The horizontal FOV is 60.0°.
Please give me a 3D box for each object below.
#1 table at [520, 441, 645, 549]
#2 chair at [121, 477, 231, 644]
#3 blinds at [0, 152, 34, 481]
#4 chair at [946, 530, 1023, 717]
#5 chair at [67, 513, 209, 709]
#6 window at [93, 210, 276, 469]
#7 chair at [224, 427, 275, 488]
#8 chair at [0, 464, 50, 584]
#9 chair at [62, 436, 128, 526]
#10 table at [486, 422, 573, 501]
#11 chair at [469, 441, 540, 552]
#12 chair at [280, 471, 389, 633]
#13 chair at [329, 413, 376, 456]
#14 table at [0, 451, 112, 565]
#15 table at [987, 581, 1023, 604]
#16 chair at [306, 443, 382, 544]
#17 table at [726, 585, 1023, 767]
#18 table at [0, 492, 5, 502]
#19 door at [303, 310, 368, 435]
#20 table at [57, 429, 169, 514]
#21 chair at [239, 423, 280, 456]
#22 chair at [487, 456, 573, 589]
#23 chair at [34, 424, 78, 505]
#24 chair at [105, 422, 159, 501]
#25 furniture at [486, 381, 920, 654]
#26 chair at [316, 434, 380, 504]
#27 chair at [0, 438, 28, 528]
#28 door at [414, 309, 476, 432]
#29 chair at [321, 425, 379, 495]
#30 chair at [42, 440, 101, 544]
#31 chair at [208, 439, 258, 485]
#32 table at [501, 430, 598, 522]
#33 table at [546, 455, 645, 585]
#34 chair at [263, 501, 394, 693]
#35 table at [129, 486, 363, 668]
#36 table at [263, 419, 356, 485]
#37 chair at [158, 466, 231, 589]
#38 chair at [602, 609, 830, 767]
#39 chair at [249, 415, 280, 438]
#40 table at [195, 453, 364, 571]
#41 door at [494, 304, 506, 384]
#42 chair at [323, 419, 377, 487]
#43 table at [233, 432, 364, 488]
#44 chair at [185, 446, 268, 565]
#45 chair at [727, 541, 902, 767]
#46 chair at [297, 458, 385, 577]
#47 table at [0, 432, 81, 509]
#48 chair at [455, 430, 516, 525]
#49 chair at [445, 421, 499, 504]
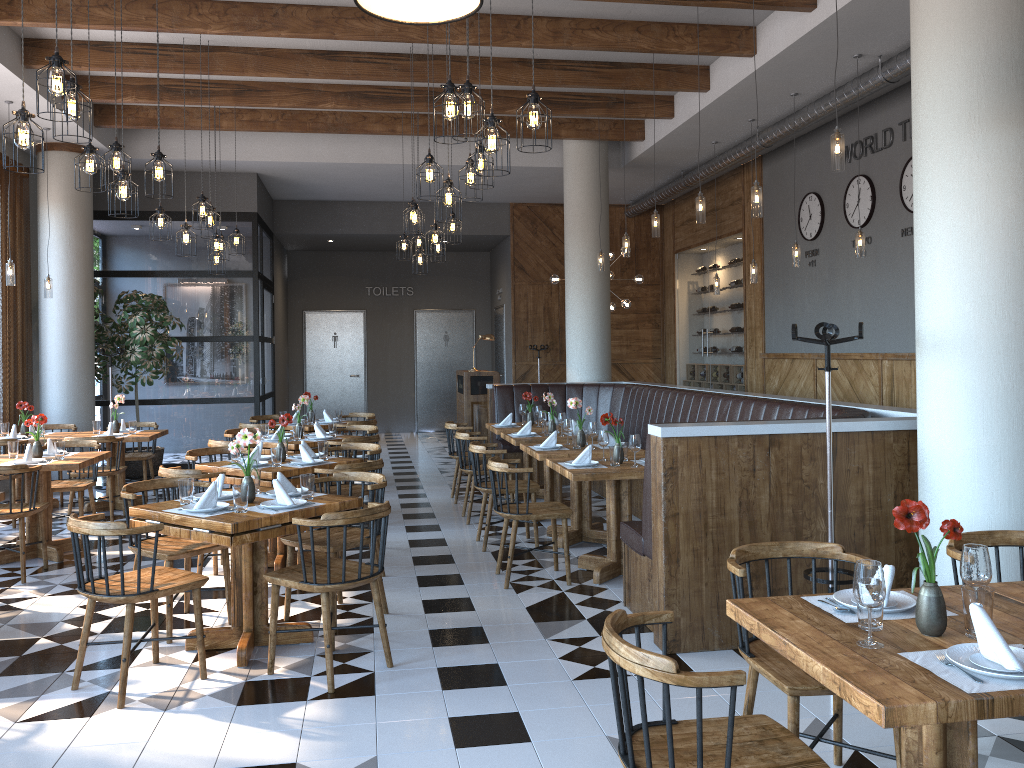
[{"bbox_3d":[0.559,0.892,7.192,0.850,0.764,0.850,-1,1,-9],"label":"table"},{"bbox_3d":[-1.920,0.977,5.068,0.549,0.817,0.519,-1,0,36],"label":"chair"},{"bbox_3d":[-5.155,-0.650,6.906,0.160,3.581,7.268,-1,2,-9],"label":"blinds"},{"bbox_3d":[1.895,0.991,3.198,0.519,0.817,0.550,-1,0,-9],"label":"chair"},{"bbox_3d":[-1.772,1.007,4.168,0.519,0.817,0.550,-1,0,36],"label":"chair"},{"bbox_3d":[-4.979,-0.617,13.130,2.728,3.549,2.186,-1,0,-9],"label":"window"},{"bbox_3d":[-2.515,0.855,8.679,0.549,0.817,0.519,-1,0,36],"label":"chair"},{"bbox_3d":[-3.581,0.958,6.246,0.519,0.817,0.550,-1,0,-9],"label":"chair"},{"bbox_3d":[-3.931,0.886,8.373,0.519,0.817,0.550,-1,0,-9],"label":"chair"},{"bbox_3d":[0.203,0.818,9.356,0.850,0.764,0.850,-1,1,-9],"label":"table"},{"bbox_3d":[-0.064,0.878,7.084,0.550,0.817,0.519,-1,0,-9],"label":"chair"},{"bbox_3d":[-1.021,0.959,5.216,0.519,0.817,0.550,-1,0,36],"label":"chair"},{"bbox_3d":[-1.935,0.773,10.713,0.519,0.817,0.550,-1,0,36],"label":"chair"},{"bbox_3d":[-3.679,0.963,6.888,0.850,0.764,0.850,-1,1,-9],"label":"table"},{"bbox_3d":[2.000,1.039,2.540,0.850,0.764,0.850,-1,1,-9],"label":"table"},{"bbox_3d":[-1.313,0.899,6.992,0.519,0.817,0.550,-1,0,36],"label":"chair"},{"bbox_3d":[1.158,1.056,2.401,0.850,0.764,0.850,-1,1,-9],"label":"table"},{"bbox_3d":[-3.322,1.036,4.716,0.850,0.764,0.850,-1,1,-9],"label":"table"},{"bbox_3d":[-3.386,-0.223,16.996,1.207,2.394,0.114,-1,0,-9],"label":"door"},{"bbox_3d":[-4.029,0.891,9.015,0.850,0.764,0.850,-1,1,-9],"label":"table"},{"bbox_3d":[-2.674,0.822,9.645,0.519,0.817,0.550,-1,0,36],"label":"chair"},{"bbox_3d":[0.115,0.915,5.996,0.550,0.817,0.519,-1,0,-9],"label":"chair"},{"bbox_3d":[-4.976,0.859,9.524,0.519,0.817,0.550,-1,0,-9],"label":"chair"},{"bbox_3d":[-4.143,0.842,9.661,0.519,0.817,0.550,-1,0,-9],"label":"chair"},{"bbox_3d":[1.168,0.665,7.864,1.917,1.150,6.590,-1,2,-9],"label":"furniture"},{"bbox_3d":[-1.467,0.867,7.927,0.549,0.817,0.519,-1,0,36],"label":"chair"},{"bbox_3d":[-4.764,0.903,8.236,0.519,0.817,0.550,-1,0,-9],"label":"chair"},{"bbox_3d":[-1.300,-0.265,17.339,1.207,2.394,0.114,-1,0,-9],"label":"door"},{"bbox_3d":[-1.615,0.837,8.827,0.519,0.817,0.550,-1,0,36],"label":"chair"},{"bbox_3d":[-3.793,0.914,7.534,0.519,0.817,0.550,-1,0,-9],"label":"chair"},{"bbox_3d":[-2.367,0.885,7.779,0.519,0.817,0.550,-1,0,36],"label":"chair"},{"bbox_3d":[0.382,0.855,8.268,0.850,0.764,0.850,-1,1,-9],"label":"table"},{"bbox_3d":[0.738,0.929,6.103,0.850,0.764,0.850,-1,1,-9],"label":"table"},{"bbox_3d":[-0.873,0.989,4.316,0.549,0.817,0.519,-1,0,36],"label":"chair"},{"bbox_3d":[-1.394,1.009,4.701,0.864,0.764,0.864,0,1,36],"label":"table"},{"bbox_3d":[-2.294,0.825,10.166,0.864,0.764,0.864,0,1,36],"label":"table"},{"bbox_3d":[-2.065,0.947,5.944,0.519,0.817,0.550,-1,0,36],"label":"chair"},{"bbox_3d":[0.520,1.042,2.312,0.550,0.817,0.519,-1,0,-9],"label":"chair"},{"bbox_3d":[-2.822,0.792,10.545,0.549,0.817,0.519,-1,0,36],"label":"chair"},{"bbox_3d":[-1.686,0.949,6.476,0.864,0.764,0.864,0,1,36],"label":"table"},{"bbox_3d":[-0.231,-0.243,16.316,0.114,2.394,1.206,-1,0,-9],"label":"door"},{"bbox_3d":[-1.774,0.804,9.793,0.549,0.817,0.519,-1,0,36],"label":"chair"},{"bbox_3d":[-1.988,0.887,8.311,0.864,0.764,0.864,0,1,36],"label":"table"},{"bbox_3d":[-2.213,0.917,6.844,0.549,0.817,0.519,-1,0,36],"label":"chair"},{"bbox_3d":[1.040,1.008,3.058,0.519,0.817,0.550,-1,0,-9],"label":"chair"},{"bbox_3d":[-1.165,0.929,6.092,0.549,0.817,0.519,-1,0,36],"label":"chair"},{"bbox_3d":[-4.874,0.908,8.876,0.850,0.764,0.850,-1,1,-9],"label":"table"},{"bbox_3d":[-0.243,0.841,8.171,0.550,0.817,0.519,-1,0,-9],"label":"chair"},{"bbox_3d":[-0.423,0.804,9.258,0.550,0.817,0.519,-1,0,-9],"label":"chair"}]
